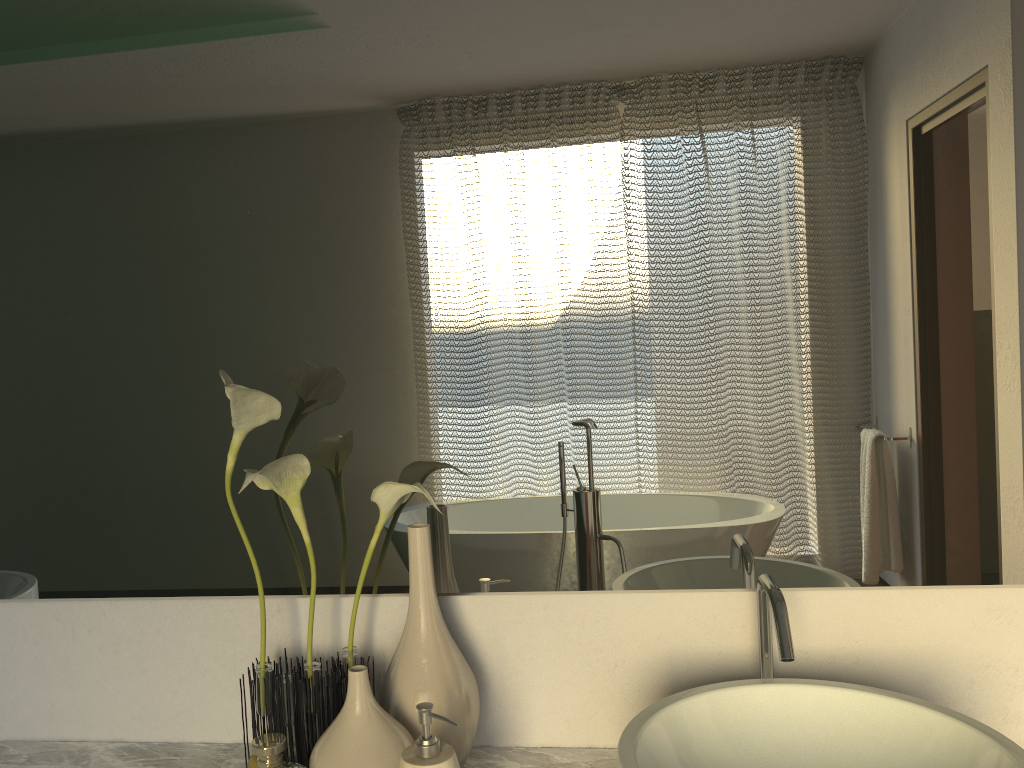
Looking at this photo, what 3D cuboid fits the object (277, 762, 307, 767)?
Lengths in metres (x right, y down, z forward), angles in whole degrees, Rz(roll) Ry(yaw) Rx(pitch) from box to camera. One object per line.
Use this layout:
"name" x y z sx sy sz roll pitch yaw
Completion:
"object" -0.228 0.439 0.916 0.058 0.090 0.038 -2 3 18

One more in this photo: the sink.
"sink" 0.279 0.397 0.797 0.353 0.131 0.361 -4 3 -15

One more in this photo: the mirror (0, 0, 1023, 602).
"mirror" -0.750 -0.275 1.186 4.109 1.152 0.017 -3 3 9

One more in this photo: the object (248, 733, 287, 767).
"object" -0.266 0.440 0.982 0.038 0.092 0.067 -5 4 -33

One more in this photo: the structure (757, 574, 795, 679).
"structure" 0.264 0.334 0.960 0.067 0.242 0.163 -3 3 10

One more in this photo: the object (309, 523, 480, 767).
"object" -0.134 0.324 1.009 0.123 0.305 0.234 -1 4 34

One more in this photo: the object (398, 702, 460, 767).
"object" -0.083 0.400 0.891 0.070 0.158 0.071 -4 3 -10

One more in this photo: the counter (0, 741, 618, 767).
"counter" -0.276 0.542 0.876 2.276 0.101 0.583 -3 3 9

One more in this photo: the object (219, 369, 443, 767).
"object" -0.214 0.227 1.047 0.240 0.504 0.190 -4 3 -14
